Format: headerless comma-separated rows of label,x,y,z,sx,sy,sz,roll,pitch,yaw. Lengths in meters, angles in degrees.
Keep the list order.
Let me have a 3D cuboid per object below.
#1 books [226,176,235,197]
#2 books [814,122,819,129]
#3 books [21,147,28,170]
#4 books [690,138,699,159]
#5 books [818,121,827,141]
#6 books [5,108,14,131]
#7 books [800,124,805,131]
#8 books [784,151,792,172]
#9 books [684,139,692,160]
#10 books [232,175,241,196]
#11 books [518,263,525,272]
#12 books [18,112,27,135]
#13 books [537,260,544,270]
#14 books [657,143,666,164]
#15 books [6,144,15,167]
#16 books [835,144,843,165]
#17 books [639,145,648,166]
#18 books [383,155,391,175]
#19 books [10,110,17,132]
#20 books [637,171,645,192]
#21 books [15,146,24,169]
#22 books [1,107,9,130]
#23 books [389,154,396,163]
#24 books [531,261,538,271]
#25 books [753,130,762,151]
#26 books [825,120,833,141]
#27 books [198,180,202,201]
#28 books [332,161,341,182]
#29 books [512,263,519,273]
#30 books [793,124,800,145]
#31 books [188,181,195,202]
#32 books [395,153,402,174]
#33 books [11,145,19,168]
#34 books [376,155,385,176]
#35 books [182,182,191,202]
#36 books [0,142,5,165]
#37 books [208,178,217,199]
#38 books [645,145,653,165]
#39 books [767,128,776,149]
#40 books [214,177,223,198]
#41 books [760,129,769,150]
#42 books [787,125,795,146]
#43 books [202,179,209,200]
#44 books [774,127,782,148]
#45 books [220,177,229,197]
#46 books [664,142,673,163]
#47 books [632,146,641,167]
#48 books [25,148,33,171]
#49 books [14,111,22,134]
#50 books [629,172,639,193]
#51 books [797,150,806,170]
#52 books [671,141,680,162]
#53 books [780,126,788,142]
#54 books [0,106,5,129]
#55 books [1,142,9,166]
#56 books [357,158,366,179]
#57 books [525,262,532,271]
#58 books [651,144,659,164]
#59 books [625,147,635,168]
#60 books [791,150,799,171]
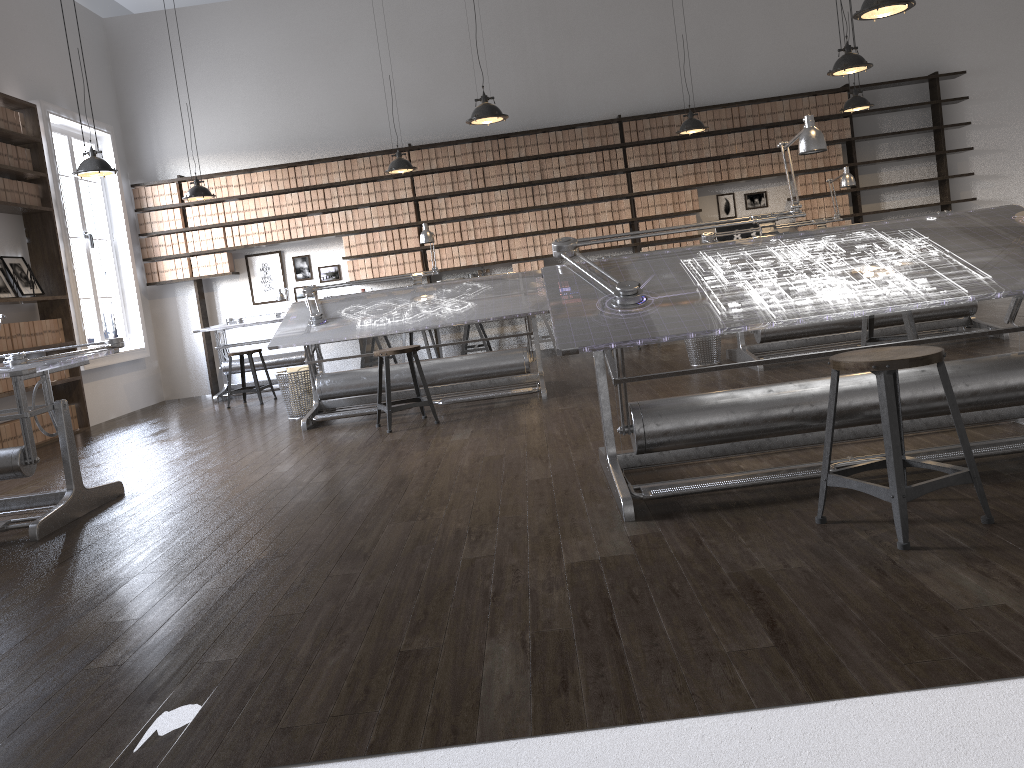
books,-3.097,-2.186,9.830,0.066,0.225,0.175,-7,5,2
books,3.307,-2.743,9.707,0.067,0.225,0.175,-7,5,2
books,-4.418,-1.978,7.878,0.174,0.225,0.067,-7,4,1
books,1.991,-2.571,9.735,0.067,0.225,0.175,-7,5,2
books,3.377,-2.752,9.710,0.066,0.225,0.175,-7,5,2
books,-4.455,-2.275,7.712,0.174,0.225,0.067,-7,4,1
books,3.173,-2.726,9.714,0.066,0.225,0.175,-7,5,2
books,3.017,-2.436,9.739,0.066,0.225,0.175,-7,5,2
books,1.924,-2.563,9.742,0.066,0.225,0.175,-7,5,2
books,-3.034,-2.194,9.827,0.066,0.225,0.175,-7,5,2
books,0.118,-1.235,9.860,0.066,0.225,0.175,-7,5,2
books,-4.455,-2.301,7.921,0.174,0.225,0.067,-7,4,1
books,0.329,-1.263,9.856,0.066,0.225,0.175,-7,5,2
books,1.639,-2.525,9.743,0.067,0.225,0.175,-7,5,2
books,-4.416,-1.952,7.659,0.174,0.225,0.067,-7,4,1
books,3.563,-2.507,9.722,0.066,0.225,0.175,-7,5,2
books,1.438,-2.499,9.746,0.067,0.225,0.175,-7,5,2
books,-1.369,-2.411,9.793,0.066,0.225,0.175,-7,5,2
books,-4.460,-2.283,7.780,0.174,0.225,0.067,-7,4,1
books,1.415,-2.226,9.766,0.067,0.225,0.175,-7,5,2
books,-4.414,-1.970,7.804,0.174,0.225,0.067,-7,4,1
books,-4.461,-2.266,7.646,0.174,0.225,0.067,-7,4,1
books,-1.300,-2.420,9.793,0.066,0.225,0.175,-7,5,2
books,0.259,-1.253,9.853,0.066,0.225,0.175,-7,5,2
books,2.681,-2.662,9.726,0.066,0.225,0.175,-7,5,2
books,3.446,-2.762,9.710,0.066,0.225,0.175,-7,5,2
books,-3.441,-2.141,9.839,0.066,0.225,0.175,-7,5,2
books,-1.929,-2.338,9.803,0.066,0.225,0.175,-7,5,2
books,0.052,-1.225,9.855,0.067,0.225,0.175,-7,5,2
books,3.107,-2.716,9.711,0.067,0.225,0.175,-7,5,2
books,-3.515,-2.131,9.835,0.067,0.225,0.175,-7,5,2
books,-1.231,-2.429,9.788,0.066,0.225,0.175,-7,5,2
books,-4.420,-1.960,7.730,0.174,0.225,0.067,-7,4,1
books,-1.443,-2.401,9.793,0.066,0.225,0.175,-7,5,2
books,-3.589,-2.122,9.842,0.066,0.225,0.175,-7,5,2
books,-4.422,-1.934,7.517,0.174,0.225,0.067,-7,4,1
books,-3.300,-2.160,9.836,0.066,0.225,0.175,-7,5,2
books,1.501,-2.508,9.750,0.066,0.225,0.175,-7,5,2
books,2.829,-2.681,9.723,0.066,0.225,0.175,-7,5,2
books,-3.230,-2.169,9.834,0.066,0.225,0.175,-7,5,2
books,2.754,-2.671,9.719,0.067,0.225,0.175,-7,5,2
books,3.040,-2.708,9.718,0.066,0.225,0.175,-7,5,2
books,-3.370,-2.150,9.833,0.066,0.225,0.175,-7,5,2
books,2.899,-2.690,9.717,0.066,0.225,0.175,-7,5,2
books,-3.163,-2.177,9.827,0.067,0.225,0.175,-7,5,2
books,1.713,-2.536,9.747,0.066,0.225,0.175,-7,5,2
books,1.366,-2.489,9.748,0.066,0.225,0.175,-7,5,2
books,-4.415,-1.988,7.954,0.174,0.225,0.067,-7,4,1
books,-4.460,-2.291,7.851,0.174,0.225,0.067,-7,4,1
books,1.352,-2.219,9.772,0.066,0.225,0.175,-7,5,2
books,3.156,-2.453,9.730,0.067,0.225,0.175,-7,5,2
books,1.784,-2.544,9.741,0.066,0.225,0.175,-7,5,2
books,2.970,-2.699,9.720,0.066,0.225,0.175,-7,5,2
books,-4.460,-2.259,7.583,0.174,0.225,0.067,-7,4,1
books,-4.421,-1.942,7.588,0.174,0.225,0.067,-7,4,1
books,-1.650,-2.374,9.797,0.066,0.225,0.175,-7,5,2
books,0.189,-1.244,9.858,0.066,0.225,0.175,-7,5,2
books,1.566,-2.516,9.751,0.066,0.225,0.175,-7,5,2
books,1.294,-2.480,9.753,0.066,0.225,0.175,-7,5,2
books,3.086,-2.445,9.736,0.066,0.225,0.175,-7,5,2
